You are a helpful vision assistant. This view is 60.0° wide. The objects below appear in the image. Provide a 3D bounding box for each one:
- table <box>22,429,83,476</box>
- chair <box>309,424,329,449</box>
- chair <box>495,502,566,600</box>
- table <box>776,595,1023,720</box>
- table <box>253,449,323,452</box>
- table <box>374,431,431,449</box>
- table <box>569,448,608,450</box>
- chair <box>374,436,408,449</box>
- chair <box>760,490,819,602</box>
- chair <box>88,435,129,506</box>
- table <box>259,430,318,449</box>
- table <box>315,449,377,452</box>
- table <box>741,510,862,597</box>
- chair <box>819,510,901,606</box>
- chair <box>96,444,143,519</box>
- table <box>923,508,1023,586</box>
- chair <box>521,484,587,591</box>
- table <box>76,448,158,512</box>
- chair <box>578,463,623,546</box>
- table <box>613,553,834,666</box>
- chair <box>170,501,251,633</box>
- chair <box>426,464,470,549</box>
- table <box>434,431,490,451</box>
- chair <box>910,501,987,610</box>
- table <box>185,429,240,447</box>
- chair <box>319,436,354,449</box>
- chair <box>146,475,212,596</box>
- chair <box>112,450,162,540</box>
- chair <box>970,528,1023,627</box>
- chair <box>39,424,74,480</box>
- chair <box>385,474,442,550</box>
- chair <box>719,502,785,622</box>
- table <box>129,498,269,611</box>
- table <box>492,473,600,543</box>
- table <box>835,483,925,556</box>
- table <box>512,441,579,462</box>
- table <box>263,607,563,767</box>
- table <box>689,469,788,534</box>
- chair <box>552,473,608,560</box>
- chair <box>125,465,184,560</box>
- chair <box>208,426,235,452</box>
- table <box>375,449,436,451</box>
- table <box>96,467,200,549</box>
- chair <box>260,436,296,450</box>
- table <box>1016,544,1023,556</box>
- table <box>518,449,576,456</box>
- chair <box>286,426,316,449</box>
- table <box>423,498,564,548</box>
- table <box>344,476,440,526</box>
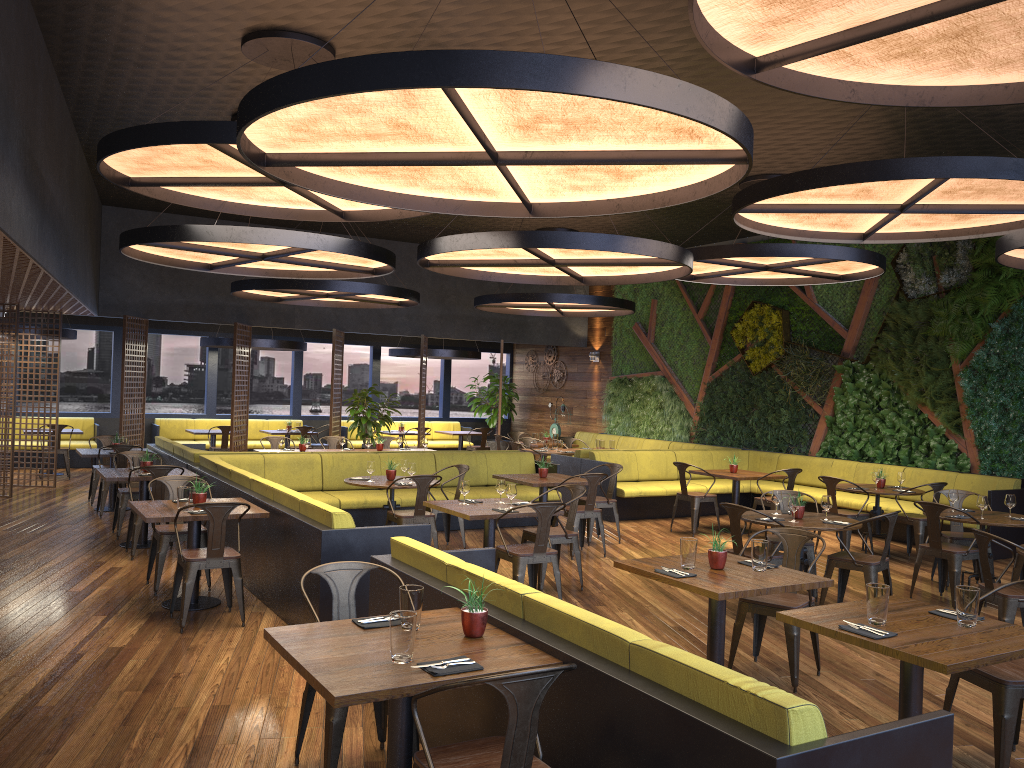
[{"bbox_3d":[-7.920,1.178,15.262,0.887,0.763,0.906,2,0,-30],"label":"table"},{"bbox_3d":[-3.821,1.250,17.640,0.541,0.917,0.504,2,0,-30],"label":"chair"},{"bbox_3d":[0.135,1.364,7.063,0.504,0.917,0.541,2,0,-30],"label":"chair"},{"bbox_3d":[1.870,1.497,4.110,0.906,0.763,0.887,2,0,-30],"label":"table"},{"bbox_3d":[-3.106,1.342,12.545,0.906,0.763,0.887,2,0,-30],"label":"table"},{"bbox_3d":[-2.311,1.385,18.542,0.906,0.763,0.887,2,0,-30],"label":"table"},{"bbox_3d":[1.503,1.511,15.062,0.887,0.763,0.906,2,0,-30],"label":"table"},{"bbox_3d":[-1.929,1.308,14.127,0.504,0.917,0.541,2,0,-30],"label":"chair"},{"bbox_3d":[2.519,1.451,8.074,0.504,0.917,0.541,2,0,9],"label":"chair"},{"bbox_3d":[-5.543,1.176,12.177,0.504,0.917,0.541,2,0,-30],"label":"chair"},{"bbox_3d":[-4.382,1.308,17.332,0.906,0.763,0.887,2,0,-30],"label":"table"},{"bbox_3d":[-2.324,1.371,13.002,0.906,0.763,0.887,2,0,-30],"label":"table"},{"bbox_3d":[2.432,1.525,7.555,1.007,0.760,1.007,2,0,-43],"label":"table"},{"bbox_3d":[2.858,1.461,7.228,0.541,0.917,0.504,2,0,41],"label":"chair"},{"bbox_3d":[-4.925,1.195,11.117,0.504,0.917,0.541,2,0,-30],"label":"chair"},{"bbox_3d":[4.322,1.594,8.163,1.007,0.760,1.007,2,0,27],"label":"table"},{"bbox_3d":[0.377,1.375,8.014,0.541,0.917,0.504,2,0,-30],"label":"chair"},{"bbox_3d":[-5.218,1.265,11.661,0.887,0.763,0.906,2,0,-30],"label":"table"},{"bbox_3d":[1.014,1.403,10.486,0.541,0.917,0.504,2,0,-30],"label":"chair"},{"bbox_3d":[1.216,1.477,5.229,0.887,0.763,0.906,2,0,-30],"label":"table"},{"bbox_3d":[-2.196,1.280,6.452,0.504,0.917,0.541,2,0,-30],"label":"chair"},{"bbox_3d":[-0.756,1.339,9.650,0.541,0.917,0.504,2,0,-30],"label":"chair"},{"bbox_3d":[-1.102,1.429,19.244,0.887,0.763,0.906,2,0,-30],"label":"table"},{"bbox_3d":[3.870,1.498,7.893,0.541,0.917,0.504,2,0,-30],"label":"chair"},{"bbox_3d":[-5.590,1.264,16.623,0.887,0.763,0.906,2,0,-30],"label":"table"},{"bbox_3d":[-2.707,1.280,13.673,0.504,0.917,0.541,2,0,-30],"label":"chair"},{"bbox_3d":[-2.823,1.260,7.527,0.504,0.917,0.541,2,0,-30],"label":"chair"},{"bbox_3d":[-4.170,1.218,9.866,0.504,0.917,0.541,2,0,-30],"label":"chair"},{"bbox_3d":[3.492,1.481,6.188,0.541,0.917,0.504,2,0,0],"label":"chair"},{"bbox_3d":[-7.549,1.111,14.667,0.504,0.917,0.541,2,0,-30],"label":"chair"},{"bbox_3d":[-0.986,1.329,8.798,0.504,0.917,0.541,2,0,-30],"label":"chair"},{"bbox_3d":[1.980,1.430,7.285,0.541,0.917,0.504,2,0,-30],"label":"chair"},{"bbox_3d":[-2.494,1.350,6.999,0.887,0.763,0.906,2,0,-30],"label":"table"},{"bbox_3d":[0.369,1.459,10.177,0.887,0.763,0.906,2,0,-30],"label":"table"},{"bbox_3d":[4.262,1.597,10.361,1.007,0.760,1.007,2,0,27],"label":"table"},{"bbox_3d":[0.606,1.483,16.494,0.887,0.763,0.906,2,0,-30],"label":"table"},{"bbox_3d":[-0.430,1.414,3.522,0.906,0.763,0.887,2,0,-30],"label":"table"},{"bbox_3d":[2.958,1.554,11.689,0.887,0.763,0.906,2,0,-30],"label":"table"},{"bbox_3d":[0.739,1.391,9.576,0.504,0.917,0.541,2,0,-30],"label":"chair"},{"bbox_3d":[-3.542,1.238,8.790,0.504,0.917,0.541,2,0,-30],"label":"chair"},{"bbox_3d":[-5.234,1.196,16.020,0.504,0.917,0.541,2,0,-30],"label":"chair"},{"bbox_3d":[-1.546,1.399,13.462,0.906,0.763,0.887,2,0,-30],"label":"table"},{"bbox_3d":[-3.854,1.307,9.331,0.887,0.763,0.906,2,0,-30],"label":"table"},{"bbox_3d":[-3.489,1.251,13.216,0.504,0.917,0.541,2,0,-30],"label":"chair"},{"bbox_3d":[4.079,1.580,6.180,1.007,0.760,1.007,2,0,-37],"label":"table"},{"bbox_3d":[0.698,1.481,14.592,0.887,0.763,0.906,2,0,-30],"label":"table"},{"bbox_3d":[-4.000,1.241,16.741,0.504,0.917,0.541,2,0,-30],"label":"chair"},{"bbox_3d":[-0.184,1.433,7.658,0.906,0.763,0.887,2,0,-30],"label":"table"},{"bbox_3d":[-1.272,1.399,9.346,1.007,0.760,1.007,2,0,7],"label":"table"}]
